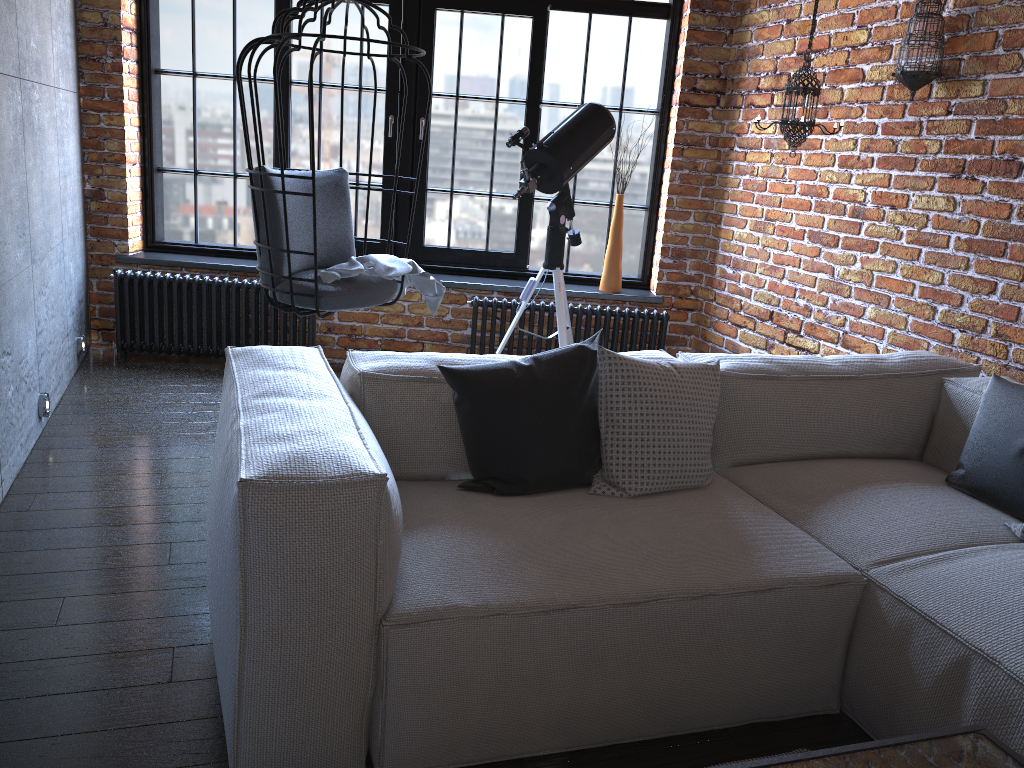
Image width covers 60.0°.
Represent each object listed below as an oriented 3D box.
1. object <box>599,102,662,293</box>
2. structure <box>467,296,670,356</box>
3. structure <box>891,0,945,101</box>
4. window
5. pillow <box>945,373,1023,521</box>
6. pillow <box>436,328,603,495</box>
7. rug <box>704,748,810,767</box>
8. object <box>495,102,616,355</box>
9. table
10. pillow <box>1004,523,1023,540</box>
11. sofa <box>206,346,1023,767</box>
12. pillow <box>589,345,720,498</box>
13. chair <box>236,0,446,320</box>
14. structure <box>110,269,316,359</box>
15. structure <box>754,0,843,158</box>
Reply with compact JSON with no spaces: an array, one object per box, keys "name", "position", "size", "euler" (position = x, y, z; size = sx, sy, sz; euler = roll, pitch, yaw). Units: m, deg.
[{"name":"object","position":[0.633,-1.012,4.771],"size":[0.270,1.055,0.298],"euler":[5,15,1]},{"name":"structure","position":[0.299,-0.199,4.779],"size":[1.115,0.477,0.106],"euler":[4,15,-1]},{"name":"structure","position":[1.504,-1.284,3.234],"size":[0.169,0.483,0.168],"euler":[0,16,-18]},{"name":"window","position":[-0.571,-1.596,4.906],"size":[3.293,2.236,0.177],"euler":[4,15,-1]},{"name":"pillow","position":[1.419,0.165,2.393],"size":[0.263,0.401,0.509],"euler":[-2,16,-24]},{"name":"pillow","position":[0.074,0.069,2.311],"size":[0.538,0.418,0.238],"euler":[-4,17,-28]},{"name":"rug","position":[0.341,1.118,0.658],"size":[1.432,0.013,2.360],"euler":[0,15,-18]},{"name":"object","position":[0.123,-0.555,4.095],"size":[0.570,1.474,0.615],"euler":[6,15,7]},{"name":"table","position":[0.483,0.827,0.983],"size":[0.842,0.389,0.847],"euler":[0,15,-18]},{"name":"pillow","position":[1.470,0.269,2.070],"size":[0.293,0.355,0.495],"euler":[-5,18,-32]},{"name":"sofa","position":[0.846,0.624,1.436],"size":[2.536,0.698,3.295],"euler":[-1,15,-19]},{"name":"pillow","position":[0.401,0.087,2.397],"size":[0.543,0.403,0.250],"euler":[-6,18,-35]},{"name":"chair","position":[-0.651,-1.324,3.298],"size":[0.682,2.224,0.801],"euler":[12,17,25]},{"name":"structure","position":[-1.568,-0.332,4.714],"size":[1.115,0.477,0.106],"euler":[4,15,-1]},{"name":"structure","position":[1.215,-1.628,3.480],"size":[0.389,1.439,0.338],"euler":[0,16,-18]}]
